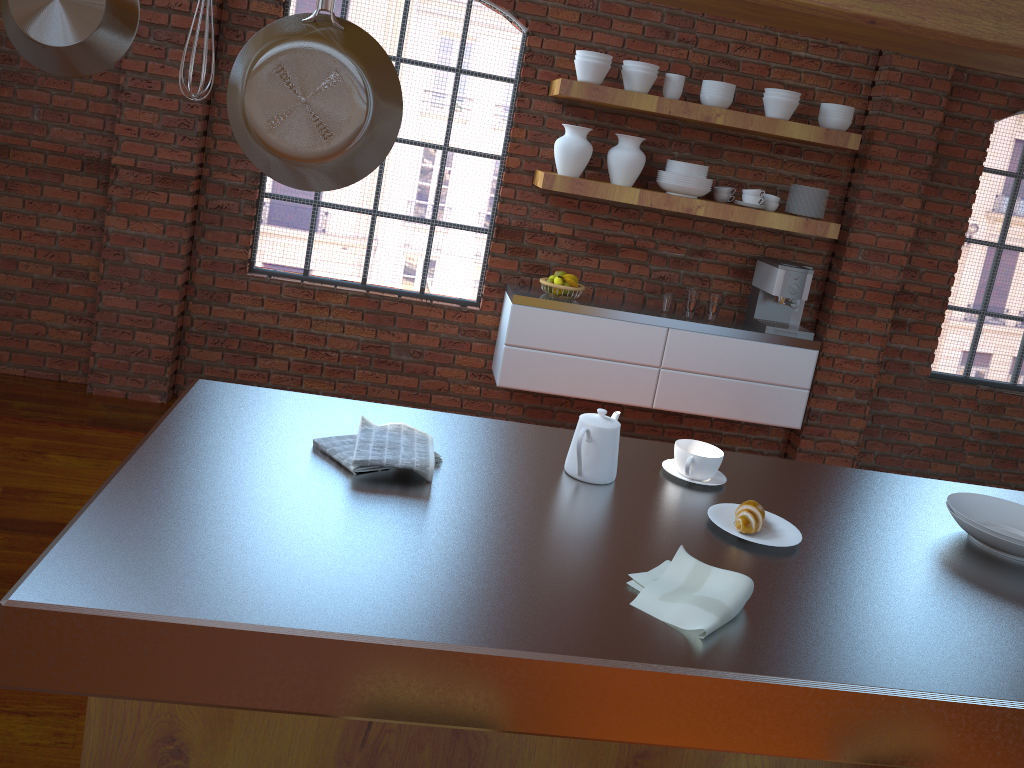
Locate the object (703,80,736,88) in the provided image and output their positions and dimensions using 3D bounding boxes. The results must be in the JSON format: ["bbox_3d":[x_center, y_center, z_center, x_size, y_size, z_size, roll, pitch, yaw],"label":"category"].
[{"bbox_3d":[1.032,-1.475,4.404,0.165,0.060,0.170,7,15,-13],"label":"object"}]

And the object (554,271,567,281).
[{"bbox_3d":[0.249,-0.552,4.522,0.068,0.060,0.071,12,13,8],"label":"object"}]

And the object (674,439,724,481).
[{"bbox_3d":[0.435,0.186,2.093,0.124,0.068,0.119,4,15,-23],"label":"object"}]

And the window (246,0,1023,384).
[{"bbox_3d":[2.331,-1.278,7.244,17.346,9.729,3.721,6,11,-17],"label":"window"}]

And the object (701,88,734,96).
[{"bbox_3d":[1.025,-1.438,4.410,0.165,0.060,0.170,7,15,-13],"label":"object"}]

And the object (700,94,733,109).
[{"bbox_3d":[1.020,-1.409,4.414,0.165,0.060,0.170,7,15,-13],"label":"object"}]

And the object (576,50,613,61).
[{"bbox_3d":[0.389,-1.543,4.253,0.183,0.102,0.182,17,16,27],"label":"object"}]

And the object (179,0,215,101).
[{"bbox_3d":[-0.435,-0.570,1.257,0.045,0.325,0.047,13,9,17],"label":"object"}]

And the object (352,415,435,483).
[{"bbox_3d":[-0.251,0.137,1.880,0.164,0.049,0.238,8,15,-8],"label":"object"}]

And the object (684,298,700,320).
[{"bbox_3d":[0.917,-0.385,4.525,0.078,0.102,0.079,15,12,21],"label":"object"}]

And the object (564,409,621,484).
[{"bbox_3d":[0.189,0.130,1.985,0.118,0.152,0.202,10,13,-2],"label":"object"}]

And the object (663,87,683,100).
[{"bbox_3d":[0.798,-1.445,4.401,0.100,0.060,0.099,18,16,30],"label":"object"}]

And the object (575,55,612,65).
[{"bbox_3d":[0.385,-1.522,4.256,0.183,0.102,0.182,17,16,27],"label":"object"}]

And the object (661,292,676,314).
[{"bbox_3d":[0.807,-0.421,4.586,0.077,0.102,0.080,2,14,-37],"label":"object"}]

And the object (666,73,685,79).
[{"bbox_3d":[0.810,-1.510,4.391,0.100,0.060,0.099,18,16,30],"label":"object"}]

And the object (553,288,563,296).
[{"bbox_3d":[0.230,-0.470,4.460,0.056,0.045,0.046,16,13,24],"label":"object"}]

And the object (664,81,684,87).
[{"bbox_3d":[0.804,-1.473,4.397,0.100,0.060,0.099,18,16,30],"label":"object"}]

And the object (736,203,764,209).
[{"bbox_3d":[1.208,-0.904,4.484,0.154,0.012,0.157,-6,22,-45],"label":"object"}]

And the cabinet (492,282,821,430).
[{"bbox_3d":[0.742,-0.150,4.632,1.617,0.467,0.345,8,11,-7],"label":"cabinet"}]

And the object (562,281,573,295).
[{"bbox_3d":[0.275,-0.489,4.500,0.077,0.064,0.078,16,14,25],"label":"object"}]

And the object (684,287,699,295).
[{"bbox_3d":[0.936,-0.453,4.639,0.078,0.102,0.079,15,12,21],"label":"object"}]

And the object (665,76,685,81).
[{"bbox_3d":[0.808,-1.498,4.393,0.100,0.060,0.099,18,16,30],"label":"object"}]

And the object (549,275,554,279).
[{"bbox_3d":[0.212,-0.541,4.559,0.045,0.046,0.056,15,14,23],"label":"object"}]

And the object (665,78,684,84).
[{"bbox_3d":[0.806,-1.486,4.395,0.100,0.060,0.099,18,16,30],"label":"object"}]

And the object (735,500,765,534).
[{"bbox_3d":[0.499,0.273,1.840,0.062,0.050,0.140,13,15,10],"label":"object"}]

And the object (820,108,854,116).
[{"bbox_3d":[1.645,-1.359,4.476,0.168,0.060,0.167,19,17,30],"label":"object"}]

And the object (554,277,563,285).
[{"bbox_3d":[0.236,-0.519,4.464,0.044,0.052,0.053,6,13,-19],"label":"object"}]

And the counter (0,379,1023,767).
[{"bbox_3d":[0.797,0.416,1.873,3.134,0.127,1.052,8,15,-8],"label":"counter"}]

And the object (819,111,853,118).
[{"bbox_3d":[1.643,-1.346,4.478,0.168,0.060,0.167,19,17,30],"label":"object"}]

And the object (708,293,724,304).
[{"bbox_3d":[1.047,-0.411,4.558,0.078,0.102,0.079,11,11,4],"label":"object"}]

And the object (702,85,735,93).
[{"bbox_3d":[1.027,-1.451,4.408,0.165,0.060,0.170,7,15,-13],"label":"object"}]

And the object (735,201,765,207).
[{"bbox_3d":[1.210,-0.912,4.483,0.154,0.012,0.157,-6,22,-45],"label":"object"}]

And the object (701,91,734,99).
[{"bbox_3d":[1.022,-1.425,4.412,0.165,0.060,0.170,7,15,-13],"label":"object"}]

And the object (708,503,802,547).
[{"bbox_3d":[0.506,0.299,1.840,0.195,0.013,0.198,14,16,12],"label":"object"}]

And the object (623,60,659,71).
[{"bbox_3d":[0.625,-1.519,4.320,0.183,0.102,0.182,17,16,27],"label":"object"}]

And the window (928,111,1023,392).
[{"bbox_3d":[3.107,-0.745,5.036,1.265,1.639,0.086,9,9,-8],"label":"window"}]

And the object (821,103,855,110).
[{"bbox_3d":[1.650,-1.383,4.473,0.168,0.060,0.167,19,17,30],"label":"object"}]

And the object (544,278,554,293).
[{"bbox_3d":[0.203,-0.504,4.507,0.074,0.074,0.074,2,14,-32],"label":"object"}]

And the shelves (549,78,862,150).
[{"bbox_3d":[0.962,-1.357,4.443,1.531,0.075,0.346,8,15,-7],"label":"shelves"}]

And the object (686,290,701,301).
[{"bbox_3d":[0.924,-0.422,4.520,0.078,0.102,0.079,15,12,21],"label":"object"}]

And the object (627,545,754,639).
[{"bbox_3d":[0.288,0.335,1.485,0.196,0.060,0.208,-5,21,-44],"label":"object"}]

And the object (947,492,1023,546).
[{"bbox_3d":[1.139,0.334,2.007,0.281,0.054,0.289,-1,19,-35],"label":"object"}]

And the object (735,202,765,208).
[{"bbox_3d":[1.209,-0.907,4.484,0.154,0.012,0.157,-6,22,-45],"label":"object"}]

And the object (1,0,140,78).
[{"bbox_3d":[-0.613,-0.603,1.206,0.194,0.352,0.087,10,9,-3],"label":"object"}]

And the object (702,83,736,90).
[{"bbox_3d":[1.029,-1.462,4.406,0.165,0.060,0.170,7,15,-13],"label":"object"}]

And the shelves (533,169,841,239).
[{"bbox_3d":[0.884,-0.924,4.511,1.531,0.075,0.346,8,15,-7],"label":"shelves"}]

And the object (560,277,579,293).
[{"bbox_3d":[0.303,-0.498,4.468,0.065,0.092,0.178,16,15,27],"label":"object"}]

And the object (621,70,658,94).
[{"bbox_3d":[0.617,-1.477,4.327,0.183,0.102,0.182,17,16,27],"label":"object"}]

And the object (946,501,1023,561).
[{"bbox_3d":[1.137,0.344,2.009,0.281,0.054,0.289,-1,19,-35],"label":"object"}]

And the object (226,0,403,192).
[{"bbox_3d":[-0.280,-0.498,1.277,0.265,0.436,0.070,10,9,-3],"label":"object"}]

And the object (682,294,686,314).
[{"bbox_3d":[0.930,-0.416,4.644,0.078,0.102,0.079,15,12,21],"label":"object"}]

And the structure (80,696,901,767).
[{"bbox_3d":[0.715,0.847,1.949,3.110,0.751,1.050,8,13,-8],"label":"structure"}]

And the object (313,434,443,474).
[{"bbox_3d":[-0.288,0.143,1.890,0.232,0.026,0.168,-4,21,-41],"label":"object"}]

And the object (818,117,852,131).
[{"bbox_3d":[1.638,-1.318,4.483,0.168,0.060,0.167,19,17,30],"label":"object"}]

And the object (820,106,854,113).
[{"bbox_3d":[1.647,-1.370,4.475,0.168,0.060,0.167,19,17,30],"label":"object"}]

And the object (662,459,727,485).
[{"bbox_3d":[0.434,0.215,2.099,0.155,0.012,0.156,16,16,19],"label":"object"}]

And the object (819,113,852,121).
[{"bbox_3d":[1.641,-1.333,4.480,0.168,0.060,0.167,19,17,30],"label":"object"}]

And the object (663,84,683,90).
[{"bbox_3d":[0.801,-1.461,4.399,0.100,0.060,0.099,18,16,30],"label":"object"}]

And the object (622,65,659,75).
[{"bbox_3d":[0.621,-1.498,4.323,0.183,0.102,0.182,17,16,27],"label":"object"}]

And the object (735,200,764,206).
[{"bbox_3d":[1.211,-0.916,4.482,0.154,0.012,0.157,-6,22,-45],"label":"object"}]
